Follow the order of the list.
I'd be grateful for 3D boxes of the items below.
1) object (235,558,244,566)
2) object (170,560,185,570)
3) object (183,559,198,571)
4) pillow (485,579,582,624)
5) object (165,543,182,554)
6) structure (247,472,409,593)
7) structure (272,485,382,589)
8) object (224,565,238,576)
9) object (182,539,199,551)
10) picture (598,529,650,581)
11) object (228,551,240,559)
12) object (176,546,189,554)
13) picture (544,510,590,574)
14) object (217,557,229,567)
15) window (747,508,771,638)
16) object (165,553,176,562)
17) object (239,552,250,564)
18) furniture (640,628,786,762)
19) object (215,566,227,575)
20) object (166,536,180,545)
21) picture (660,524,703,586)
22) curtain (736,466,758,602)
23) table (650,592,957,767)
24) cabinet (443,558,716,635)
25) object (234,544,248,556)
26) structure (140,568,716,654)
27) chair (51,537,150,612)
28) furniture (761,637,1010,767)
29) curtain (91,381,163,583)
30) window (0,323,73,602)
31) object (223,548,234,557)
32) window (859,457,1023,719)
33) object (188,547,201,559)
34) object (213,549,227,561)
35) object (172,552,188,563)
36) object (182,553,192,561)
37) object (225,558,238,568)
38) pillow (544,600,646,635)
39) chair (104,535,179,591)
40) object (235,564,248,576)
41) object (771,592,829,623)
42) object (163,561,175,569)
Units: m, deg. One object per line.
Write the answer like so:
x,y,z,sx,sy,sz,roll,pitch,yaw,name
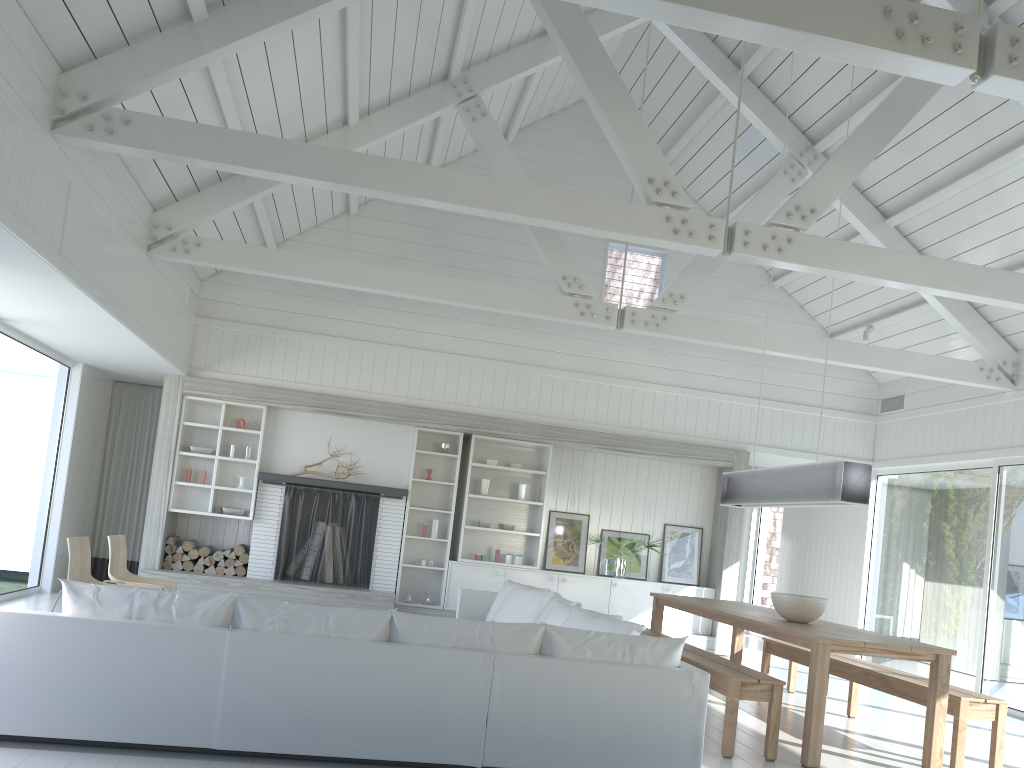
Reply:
-2.991,1.966,9.734,0.080,0.079,0.481,8,-9,-11,object
-3.613,1.980,9.646,0.134,0.145,0.552,7,-9,-9,object
-3.508,1.977,9.649,0.110,0.110,0.498,8,-9,-11,object
0.171,1.915,7.241,0.464,0.474,2.068,8,-9,-17,pillow
-3.688,1.792,9.623,0.109,0.108,0.498,8,-9,-11,object
-2.071,1.744,9.939,1.620,1.278,0.864,8,-5,-10,structure
-2.005,1.670,9.591,1.100,1.056,0.117,8,-3,-10,structure
-3.082,2.056,9.738,0.134,0.145,0.552,7,-9,-9,object
-3.517,1.767,9.655,0.110,0.110,0.498,8,-9,-11,object
1.338,2.041,10.527,0.610,0.550,0.054,8,-3,-10,picture
-3.059,1.873,9.719,0.080,0.079,0.481,8,-9,-11,object
-3.591,1.797,9.627,0.080,0.079,0.481,8,-9,-11,object
0.651,1.866,10.400,0.496,0.699,0.065,7,-3,-10,picture
-3.166,1.953,9.697,0.080,0.079,0.481,8,-9,-11,object
3.888,2.632,13.336,0.038,2.412,0.950,7,-4,-9,window
-3.697,1.878,9.605,0.080,0.079,0.481,8,-9,-11,object
-2.940,1.923,9.752,0.109,0.108,0.498,8,-9,-11,object
1.188,2.161,6.472,0.341,0.467,2.701,7,-9,-9,furniture
-3.181,2.046,9.713,0.108,0.105,0.518,8,-9,-11,object
-3.692,1.699,9.612,0.080,0.079,0.481,8,-9,-11,object
2.050,2.065,10.643,0.496,0.699,0.065,7,-3,-10,picture
2.725,2.221,11.813,1.008,2.355,0.117,7,-3,-9,curtain
1.912,2.118,6.608,0.908,0.757,2.971,8,-9,-9,table
0.774,2.513,10.414,3.189,0.547,0.658,8,-7,-10,cabinet
-2.993,1.835,9.746,0.110,0.110,0.498,8,-9,-11,object
-0.860,2.638,10.427,6.364,0.344,1.896,8,-9,-10,structure
-2.862,1.472,6.110,0.556,0.775,0.599,7,-6,-9,chair
2.654,2.369,6.727,0.341,0.467,2.701,7,-9,-9,furniture
-4.539,1.165,10.406,0.631,2.355,0.117,7,-3,-10,curtain
-3.974,0.340,4.932,0.081,2.400,8.781,7,-9,-9,window
-3.120,1.853,9.709,0.086,0.090,0.482,8,-9,-10,object
5.273,1.467,5.421,0.081,2.400,11.012,7,-9,-9,window
-3.457,1.855,9.662,0.109,0.108,0.498,8,-9,-11,object
-3.205,1.882,9.706,0.109,0.108,0.498,8,-9,-11,object
-3.615,1.887,9.632,0.109,0.108,0.498,8,-9,-11,object
-3.522,1.890,9.642,0.080,0.079,0.481,8,-9,-11,object
-3.084,1.963,9.725,0.109,0.108,0.498,8,-9,-11,object
0.426,1.669,5.598,0.468,0.474,1.325,8,-9,-18,pillow
-2.945,1.593,6.887,0.556,0.775,0.599,7,-6,-9,chair
-2.976,2.053,9.741,0.110,0.110,0.498,8,-9,-11,object
2.020,1.585,6.215,0.391,0.184,0.392,9,-9,-18,object
-3.712,1.970,9.620,0.108,0.105,0.518,8,-9,-11,object
